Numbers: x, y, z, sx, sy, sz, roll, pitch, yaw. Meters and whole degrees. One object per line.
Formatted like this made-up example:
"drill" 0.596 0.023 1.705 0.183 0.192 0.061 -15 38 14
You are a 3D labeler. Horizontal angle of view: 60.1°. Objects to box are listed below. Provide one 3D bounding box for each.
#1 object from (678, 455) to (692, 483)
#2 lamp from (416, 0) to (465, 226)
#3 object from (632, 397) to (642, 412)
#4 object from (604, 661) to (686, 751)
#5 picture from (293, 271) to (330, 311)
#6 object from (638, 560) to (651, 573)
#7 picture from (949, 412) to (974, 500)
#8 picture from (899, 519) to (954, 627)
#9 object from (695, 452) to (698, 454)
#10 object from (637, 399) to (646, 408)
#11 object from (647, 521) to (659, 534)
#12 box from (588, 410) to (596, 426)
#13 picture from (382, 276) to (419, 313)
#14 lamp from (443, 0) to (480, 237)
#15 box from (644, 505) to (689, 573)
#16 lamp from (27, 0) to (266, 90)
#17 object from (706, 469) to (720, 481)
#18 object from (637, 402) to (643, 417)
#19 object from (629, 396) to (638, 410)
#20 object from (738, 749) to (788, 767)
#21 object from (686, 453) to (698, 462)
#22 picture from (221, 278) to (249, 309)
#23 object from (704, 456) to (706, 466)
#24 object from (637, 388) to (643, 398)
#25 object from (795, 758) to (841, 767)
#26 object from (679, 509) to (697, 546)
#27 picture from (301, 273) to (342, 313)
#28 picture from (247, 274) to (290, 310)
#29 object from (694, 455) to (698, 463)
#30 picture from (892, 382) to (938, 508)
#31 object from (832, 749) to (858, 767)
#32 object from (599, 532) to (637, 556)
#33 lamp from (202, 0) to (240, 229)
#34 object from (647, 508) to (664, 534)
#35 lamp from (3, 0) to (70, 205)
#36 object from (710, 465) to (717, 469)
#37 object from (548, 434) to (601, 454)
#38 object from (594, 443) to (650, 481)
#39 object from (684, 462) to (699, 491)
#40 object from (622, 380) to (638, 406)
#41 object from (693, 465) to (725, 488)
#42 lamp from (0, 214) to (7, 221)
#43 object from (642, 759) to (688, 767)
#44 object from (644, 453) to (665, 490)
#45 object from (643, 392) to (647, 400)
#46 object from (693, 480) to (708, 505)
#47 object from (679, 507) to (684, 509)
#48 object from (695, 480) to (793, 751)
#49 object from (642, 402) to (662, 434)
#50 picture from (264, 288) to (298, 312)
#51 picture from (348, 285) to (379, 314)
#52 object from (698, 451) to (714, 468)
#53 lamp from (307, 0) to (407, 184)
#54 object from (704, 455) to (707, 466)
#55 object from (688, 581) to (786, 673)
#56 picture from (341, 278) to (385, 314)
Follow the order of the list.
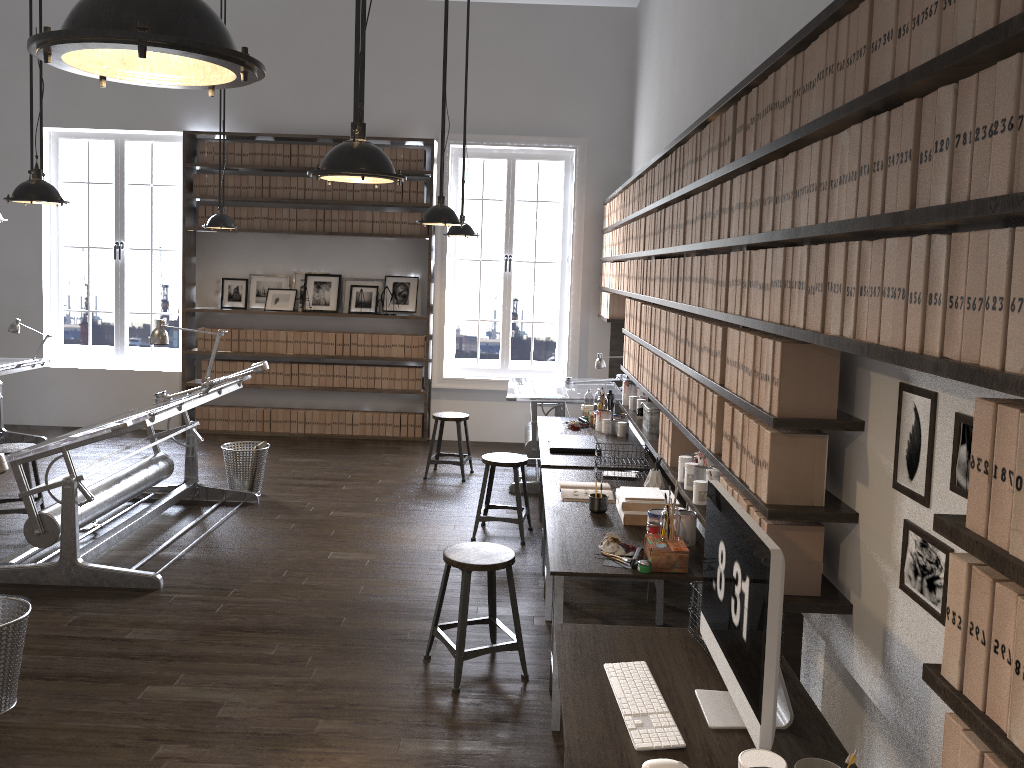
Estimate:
"object" 0.803 0.396 4.111 0.062 0.119 0.062 -2 7 -39
"lamp" -0.413 -2.123 5.501 0.312 2.243 0.312 0 5 -20
"object" 0.870 0.144 6.169 0.063 0.093 0.063 1 6 -14
"object" 0.327 0.807 2.248 0.118 0.017 0.441 1 7 -4
"picture" -2.054 -0.939 9.035 0.369 0.404 0.091 2 5 1
"object" 0.486 0.668 3.243 0.049 0.037 0.049 2 6 4
"picture" 1.019 0.171 1.909 0.023 0.182 0.252 2 6 1
"picture" 1.012 0.453 2.159 0.023 0.182 0.252 2 6 1
"object" 0.896 0.386 4.211 0.062 0.119 0.062 6 7 41
"object" 0.891 0.152 6.105 0.062 0.094 0.062 1 5 -14
"object" 0.556 0.603 3.500 0.049 0.111 0.050 2 5 4
"box" 0.622 0.246 6.353 0.137 0.083 0.213 2 7 0
"picture" -1.130 -0.913 8.992 0.343 0.363 0.161 2 5 1
"lamp" -0.390 -2.374 7.442 0.312 2.243 0.312 0 5 -20
"box" 0.581 0.573 3.330 0.137 0.206 0.213 2 6 1
"lamp" -0.475 -1.566 1.174 0.313 2.243 0.311 4 5 25
"object" 0.872 0.432 3.847 0.062 0.119 0.062 -1 6 -31
"object" 0.876 0.171 5.887 0.091 0.108 0.171 2 7 1
"object" 0.856 0.134 6.237 0.062 0.094 0.062 1 5 -14
"object" 0.492 0.814 1.751 0.095 0.144 0.095 5 6 27
"object" 0.847 0.391 4.165 0.063 0.117 0.063 6 7 41
"picture" -2.839 -0.924 9.062 0.267 0.314 0.058 2 5 1
"object" 0.869 0.391 3.972 0.030 0.168 0.004 4 5 23
"object" 0.931 0.099 6.344 0.070 0.130 0.070 6 7 38
"object" 0.596 0.822 1.723 0.096 0.142 0.097 4 6 18
"object" 0.704 0.586 3.612 0.094 0.127 0.095 2 5 -3
"picture" -1.930 -0.921 8.982 0.373 0.390 0.149 2 5 1
"picture" -2.484 -0.934 9.038 0.415 0.364 0.083 2 5 1
"object" 0.865 0.398 4.110 0.044 0.127 0.045 2 5 1
"picture" 1.025 0.148 2.244 0.022 0.283 0.202 2 5 0
"object" 0.650 0.811 1.838 0.092 0.142 0.097 0 6 -20
"object" 0.405 0.631 3.486 0.132 0.050 0.198 -2 8 -28
"lamp" -2.442 -2.447 7.470 0.312 2.243 0.312 0 5 -20
"object" 0.596 0.582 3.564 0.104 0.141 0.105 3 6 8
"lamp" -2.483 -2.079 4.614 0.313 2.243 0.311 4 5 21
"object" 0.891 0.425 3.906 0.045 0.127 0.044 4 5 18
"object" 0.385 0.374 5.531 0.312 0.033 0.448 2 7 1
"object" 0.587 0.418 4.753 0.284 0.160 0.205 2 6 1
"object" 0.804 0.415 3.966 0.062 0.119 0.062 -1 6 -31
"object" 0.858 0.066 6.447 0.107 0.176 0.107 2 5 2
"object" 0.905 0.408 3.918 0.205 0.161 0.094 2 5 2
"lamp" -4.457 -2.519 7.489 0.312 2.243 0.312 0 5 -20
"object" 0.337 0.840 1.937 0.106 0.028 0.059 2 7 -3
"object" 0.707 0.447 4.380 0.101 0.208 0.102 -3 7 -44
"object" 0.968 0.123 6.249 0.094 0.127 0.095 5 6 31
"object" 0.792 0.456 3.721 0.062 0.095 0.062 5 6 32
"object" 0.704 0.577 3.776 0.062 0.094 0.062 7 7 41
"object" 0.589 0.570 2.210 0.204 0.515 0.646 2 6 1
"object" 0.908 0.208 5.448 0.193 0.152 0.318 2 7 0
"picture" -2.340 -0.849 8.966 0.300 0.228 0.145 2 5 1
"picture" -1.505 -0.856 8.989 0.289 0.289 0.127 2 5 1
"object" 0.896 0.391 4.046 0.094 0.161 0.095 2 5 -3
"lamp" -0.453 -1.766 2.724 0.313 2.243 0.311 4 5 25
"object" 0.875 0.392 3.964 0.036 0.148 0.005 4 5 24
"object" 0.648 0.701 2.580 0.203 0.160 0.285 1 7 -7
"picture" -1.516 -0.895 9.028 0.434 0.360 0.095 2 5 1
